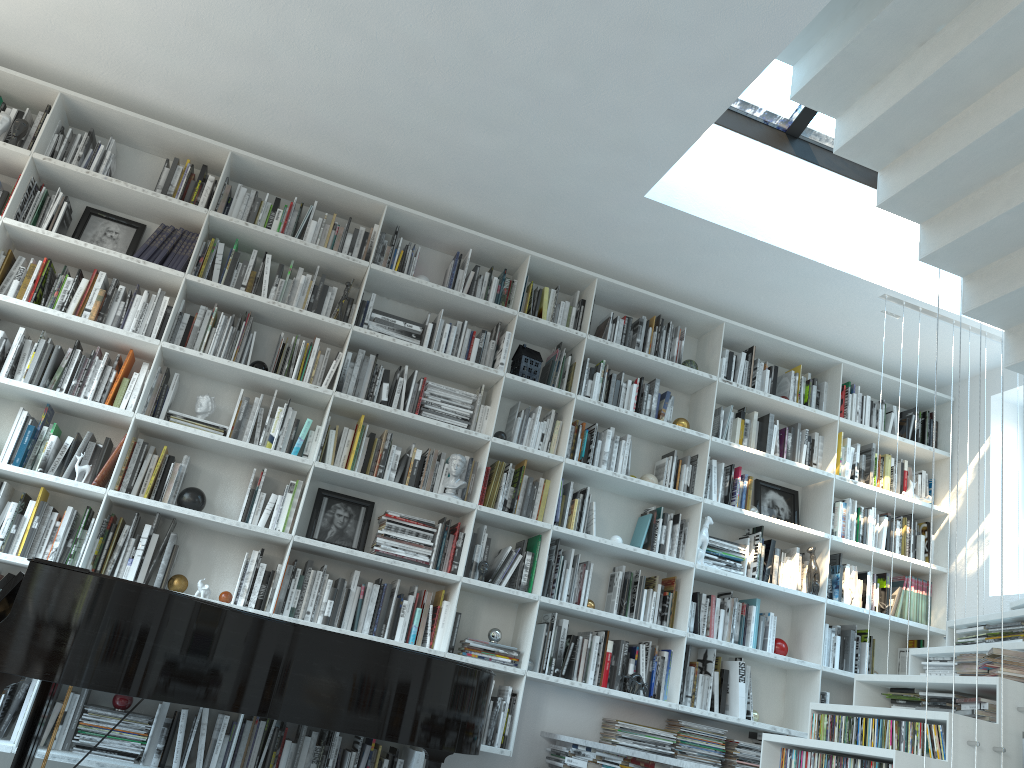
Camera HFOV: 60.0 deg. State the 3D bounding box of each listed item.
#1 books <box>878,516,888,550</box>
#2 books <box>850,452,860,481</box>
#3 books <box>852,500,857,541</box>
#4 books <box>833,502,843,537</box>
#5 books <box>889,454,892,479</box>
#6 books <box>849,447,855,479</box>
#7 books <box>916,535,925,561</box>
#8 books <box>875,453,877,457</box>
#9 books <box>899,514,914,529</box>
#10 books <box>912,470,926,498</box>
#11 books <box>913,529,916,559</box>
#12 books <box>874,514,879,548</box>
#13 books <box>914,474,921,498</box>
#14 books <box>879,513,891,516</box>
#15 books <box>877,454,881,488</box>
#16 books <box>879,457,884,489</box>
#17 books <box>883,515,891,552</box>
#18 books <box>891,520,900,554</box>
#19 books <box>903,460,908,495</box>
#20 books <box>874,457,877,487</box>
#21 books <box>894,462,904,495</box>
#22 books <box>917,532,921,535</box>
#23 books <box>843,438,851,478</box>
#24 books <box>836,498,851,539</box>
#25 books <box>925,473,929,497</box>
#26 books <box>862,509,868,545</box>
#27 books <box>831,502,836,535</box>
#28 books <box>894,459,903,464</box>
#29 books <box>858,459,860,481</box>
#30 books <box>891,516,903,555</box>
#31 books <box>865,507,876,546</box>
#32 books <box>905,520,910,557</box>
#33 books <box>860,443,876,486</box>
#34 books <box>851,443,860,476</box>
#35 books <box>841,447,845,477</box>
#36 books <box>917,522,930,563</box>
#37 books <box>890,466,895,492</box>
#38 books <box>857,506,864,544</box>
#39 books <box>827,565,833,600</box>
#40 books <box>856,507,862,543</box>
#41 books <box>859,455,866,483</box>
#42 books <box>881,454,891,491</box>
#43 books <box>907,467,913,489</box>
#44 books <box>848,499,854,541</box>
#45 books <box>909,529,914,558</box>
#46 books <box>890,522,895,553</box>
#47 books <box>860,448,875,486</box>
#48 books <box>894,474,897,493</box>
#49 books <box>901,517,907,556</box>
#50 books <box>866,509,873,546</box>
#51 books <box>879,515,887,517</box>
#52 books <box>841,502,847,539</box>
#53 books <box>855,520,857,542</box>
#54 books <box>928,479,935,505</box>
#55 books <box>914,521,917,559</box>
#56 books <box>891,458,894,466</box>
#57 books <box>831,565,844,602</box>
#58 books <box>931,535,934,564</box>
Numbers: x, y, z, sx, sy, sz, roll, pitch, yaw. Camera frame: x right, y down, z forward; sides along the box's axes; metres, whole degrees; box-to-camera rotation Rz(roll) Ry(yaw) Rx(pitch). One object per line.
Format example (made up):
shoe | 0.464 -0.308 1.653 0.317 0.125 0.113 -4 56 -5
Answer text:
books | 2.230 0.946 5.453 0.045 0.244 0.177 17 -21 -14
books | 2.052 0.529 5.430 0.024 0.193 0.190 17 -21 -14
books | 2.039 0.865 5.414 0.012 0.291 0.166 17 -21 -14
books | 1.928 0.849 5.367 0.023 0.246 0.182 17 -21 -14
books | 2.330 0.598 5.602 0.010 0.294 0.166 17 -21 -14
books | 2.019 0.507 5.431 0.049 0.223 0.162 17 -21 -14
books | 2.482 1.047 5.510 0.029 0.194 0.192 17 -21 -14
books | 2.207 0.560 5.494 0.022 0.241 0.145 17 -21 -14
books | 2.456 0.983 5.547 0.013 0.329 0.140 17 -21 -14
books | 2.569 0.692 5.665 0.029 0.257 0.163 17 -21 -14
books | 2.433 1.023 5.510 0.025 0.219 0.178 17 -21 -14
books | 2.198 0.939 5.466 0.012 0.253 0.161 17 -21 -14
books | 2.523 0.696 5.637 0.023 0.213 0.181 17 -21 -14
books | 2.289 0.951 5.500 0.024 0.290 0.132 17 -21 -14
books | 2.222 0.567 5.498 0.012 0.237 0.166 17 -21 -14
books | 2.235 0.575 5.489 0.013 0.221 0.175 17 -21 -14
books | 2.261 0.951 5.469 0.023 0.257 0.184 17 -21 -14
books | 2.337 0.981 5.497 0.025 0.251 0.160 17 -21 -14
books | 2.442 0.637 5.633 0.023 0.286 0.163 17 -21 -14
books | 2.189 0.570 5.478 0.014 0.205 0.184 17 -21 -14
books | 2.411 0.636 5.610 0.022 0.260 0.161 17 -21 -14
books | 2.499 1.048 5.554 0.024 0.229 0.131 17 -21 -14
books | 1.992 0.475 5.419 0.026 0.262 0.189 17 -21 -14
books | 1.984 0.846 5.384 0.014 0.284 0.186 17 -21 -14
books | 2.600 0.707 5.671 0.040 0.245 0.160 17 -21 -14
books | 2.112 0.904 5.428 0.024 0.258 0.157 17 -21 -14
books | 1.896 0.849 5.387 0.026 0.249 0.161 17 -21 -14
books | 2.423 0.632 5.640 0.011 0.293 0.151 17 -21 -14
books | 2.085 0.558 5.494 0.038 0.198 0.171 17 -21 -14
books | 2.360 0.970 5.499 0.012 0.282 0.152 17 -21 -14
books | 2.160 0.908 5.446 0.030 0.282 0.167 17 -21 -14
books | 2.392 0.984 5.499 0.028 0.267 0.174 17 -21 -14
books | 2.182 0.522 5.486 0.022 0.295 0.152 17 -21 -14
books | 2.076 0.508 5.461 0.023 0.262 0.158 17 -21 -14
books | 1.961 0.497 5.411 0.024 0.204 0.166 17 -21 -14
books | 2.541 1.019 5.544 0.042 0.291 0.187 17 -21 -14
books | 2.337 0.635 5.579 0.013 0.212 0.187 17 -21 -14
books | 2.088 0.894 5.433 0.025 0.269 0.153 17 -21 -14
books | 1.843 1.200 5.269 0.066 0.235 0.144 17 -21 -14
books | 2.072 0.891 5.418 0.013 0.259 0.158 17 -21 -14
books | 2.126 0.552 5.473 0.025 0.211 0.135 17 -21 -14
books | 2.255 0.580 5.519 0.042 0.241 0.248 17 -21 -14
books | 2.483 0.665 5.635 0.070 0.253 0.155 17 -21 -14
books | 2.020 0.862 5.421 0.022 0.296 0.162 17 -21 -14
books | 2.412 1.017 5.494 0.025 0.210 0.189 17 -21 -14
books | 2.308 0.983 5.498 0.028 0.236 0.146 17 -21 -14
books | 2.158 0.534 5.469 0.023 0.252 0.190 17 -21 -14
books | 2.371 0.670 5.608 0.034 0.182 0.157 17 -21 -14
books | 2.373 0.975 5.498 0.013 0.276 0.188 17 -21 -14
books | 2.135 0.908 5.432 0.022 0.261 0.173 17 -21 -14
books | 2.270 0.955 5.497 0.010 0.272 0.130 17 -21 -14
books | 1.958 0.858 5.387 0.026 0.255 0.174 17 -21 -14
books | 2.042 0.926 5.412 0.027 0.179 0.157 17 -21 -14
books | 2.627 0.723 5.656 0.011 0.215 0.170 17 -21 -14
books | 2.466 1.005 5.535 0.013 0.282 0.149 17 -21 -14
books | 2.353 0.616 5.618 0.024 0.280 0.154 17 -21 -14
books | 1.893 1.202 5.256 0.022 0.242 0.171 17 -21 -14
books | 2.563 1.062 5.540 0.021 0.218 0.184 17 -21 -14
